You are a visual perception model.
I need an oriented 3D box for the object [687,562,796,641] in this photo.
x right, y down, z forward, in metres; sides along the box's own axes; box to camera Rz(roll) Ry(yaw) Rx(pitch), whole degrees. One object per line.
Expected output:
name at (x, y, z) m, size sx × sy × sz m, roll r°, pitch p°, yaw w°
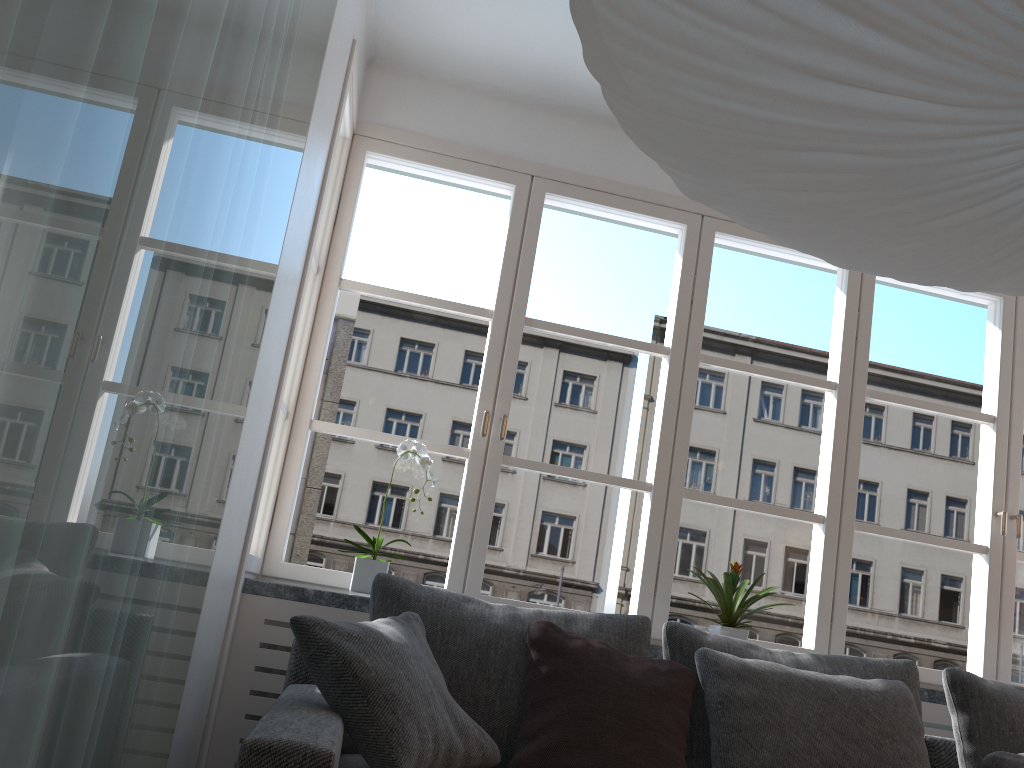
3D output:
object at (0.789, 0.779, 3.060) m, size 0.380 × 0.323 × 0.324 m, roll 18°, pitch -15°, yaw -32°

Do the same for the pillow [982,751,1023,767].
pillow at (1.637, 1.139, 2.416) m, size 0.496 × 0.316 × 0.448 m, roll 16°, pitch -15°, yaw -25°

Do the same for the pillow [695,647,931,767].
pillow at (0.838, 0.975, 2.418) m, size 0.668 × 0.391 × 0.296 m, roll 11°, pitch -13°, yaw -8°

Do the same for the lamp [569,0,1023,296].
lamp at (0.775, -0.371, 1.003) m, size 1.468 × 0.207 × 1.495 m, roll 1°, pitch -17°, yaw 28°

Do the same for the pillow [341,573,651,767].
pillow at (-0.014, 0.817, 2.435) m, size 0.837 × 0.471 × 0.279 m, roll 11°, pitch -12°, yaw -7°

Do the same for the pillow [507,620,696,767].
pillow at (0.257, 0.852, 2.313) m, size 0.522 × 0.397 × 0.315 m, roll 11°, pitch -13°, yaw -6°

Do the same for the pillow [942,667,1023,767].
pillow at (1.723, 1.163, 2.677) m, size 0.838 × 0.470 × 0.279 m, roll 11°, pitch -12°, yaw -7°

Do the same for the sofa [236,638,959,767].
sofa at (0.979, 1.091, 1.660) m, size 3.073 × 0.662 × 2.068 m, roll 11°, pitch -15°, yaw -8°

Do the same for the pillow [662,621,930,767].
pillow at (0.832, 0.986, 2.564) m, size 0.841 × 0.468 × 0.280 m, roll 11°, pitch -12°, yaw -7°

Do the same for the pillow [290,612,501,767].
pillow at (-0.263, 0.723, 2.094) m, size 0.346 × 0.354 × 0.524 m, roll 1°, pitch -16°, yaw 31°
